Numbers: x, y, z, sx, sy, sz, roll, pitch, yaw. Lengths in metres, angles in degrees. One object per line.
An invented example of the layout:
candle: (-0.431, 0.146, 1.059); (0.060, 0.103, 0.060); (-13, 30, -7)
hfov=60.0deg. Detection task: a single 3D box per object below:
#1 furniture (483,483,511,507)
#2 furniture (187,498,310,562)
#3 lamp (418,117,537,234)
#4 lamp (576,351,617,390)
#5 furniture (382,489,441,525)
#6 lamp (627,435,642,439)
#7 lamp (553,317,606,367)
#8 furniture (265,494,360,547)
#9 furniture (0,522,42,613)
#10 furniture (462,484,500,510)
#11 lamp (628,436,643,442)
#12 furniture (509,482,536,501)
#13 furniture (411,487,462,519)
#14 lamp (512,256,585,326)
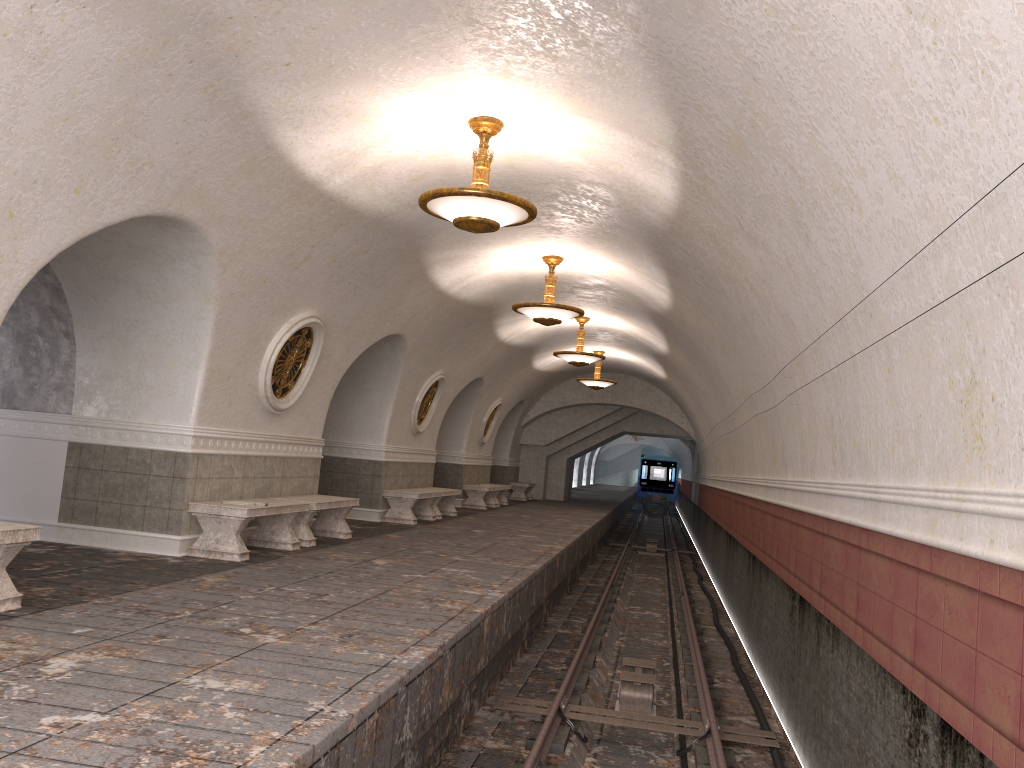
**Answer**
furniture: (-0.451, 2.815, 22.509); (0.613, 0.508, 1.509); (4, -5, 10)
furniture: (-2.681, 1.472, 9.094); (0.613, 0.508, 1.509); (4, -5, 10)
lamp: (-0.265, -1.744, 7.520); (1.008, 0.955, 1.008); (6, -5, -6)
lamp: (2.099, -0.320, 21.743); (1.008, 0.955, 1.008); (8, -6, -34)
furniture: (-1.699, 2.064, 15.005); (0.613, 0.508, 1.509); (4, -5, 10)
lamp: (7.307, 2.817, 53.077); (1.008, 0.955, 1.008); (5, -5, -4)
lamp: (1.311, -0.795, 17.001); (1.008, 0.955, 1.008); (3, -5, 26)
furniture: (-2.407, 1.637, 10.745); (0.613, 0.508, 1.509); (4, -5, 10)
furniture: (-3.387, 1.047, 4.846); (0.613, 0.508, 1.509); (4, -5, 10)
furniture: (-0.726, 2.650, 20.858); (0.613, 0.508, 1.509); (4, -5, 10)
lamp: (8.095, 3.291, 57.818); (1.008, 0.955, 1.008); (5, -5, -4)
furniture: (0.302, 3.269, 27.045); (0.613, 0.508, 1.509); (4, -5, 10)
furniture: (-1.424, 2.229, 16.656); (0.613, 0.508, 1.509); (4, -5, 10)
lamp: (0.523, -1.270, 12.262); (1.008, 0.955, 1.008); (3, -5, 26)
